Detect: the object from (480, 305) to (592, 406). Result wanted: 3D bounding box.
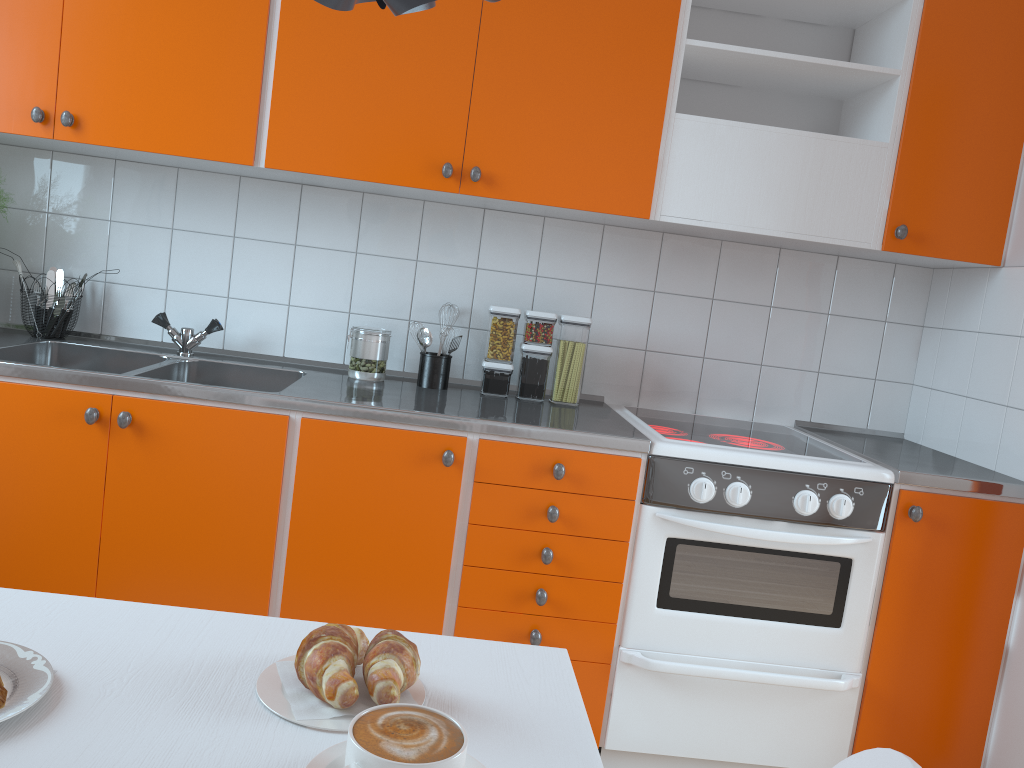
[{"bbox_3d":[0.066,-0.084,2.612,0.302,0.260,0.094,7,6,-3],"label":"object"}]

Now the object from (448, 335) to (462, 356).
[{"bbox_3d":[-0.185,-0.067,2.589,0.034,0.164,0.118,5,7,-24],"label":"object"}]

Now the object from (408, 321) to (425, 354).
[{"bbox_3d":[-0.263,-0.089,2.606,0.106,0.190,0.045,2,8,-41],"label":"object"}]

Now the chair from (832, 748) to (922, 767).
[{"bbox_3d":[-0.053,0.670,0.798,0.652,0.870,0.499,10,6,21],"label":"chair"}]

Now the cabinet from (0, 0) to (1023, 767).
[{"bbox_3d":[-0.213,-0.279,2.396,3.113,2.347,0.703,7,6,-3],"label":"cabinet"}]

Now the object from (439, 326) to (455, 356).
[{"bbox_3d":[-0.194,-0.104,2.553,0.044,0.131,0.076,6,6,-12],"label":"object"}]

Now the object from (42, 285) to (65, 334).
[{"bbox_3d":[-1.362,-0.218,2.625,0.021,0.153,0.085,8,6,2],"label":"object"}]

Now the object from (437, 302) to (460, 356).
[{"bbox_3d":[-0.202,-0.118,2.658,0.063,0.251,0.185,7,6,-3],"label":"object"}]

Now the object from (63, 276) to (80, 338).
[{"bbox_3d":[-1.316,-0.233,2.646,0.018,0.189,0.059,9,6,16],"label":"object"}]

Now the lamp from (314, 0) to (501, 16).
[{"bbox_3d":[0.033,-0.901,0.292,0.170,1.504,0.168,9,6,12],"label":"lamp"}]

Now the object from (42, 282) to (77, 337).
[{"bbox_3d":[-1.339,-0.239,2.627,0.074,0.199,0.135,5,7,-24],"label":"object"}]

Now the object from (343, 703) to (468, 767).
[{"bbox_3d":[-0.084,0.300,0.693,0.094,0.064,0.099,7,6,-1],"label":"object"}]

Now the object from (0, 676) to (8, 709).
[{"bbox_3d":[-0.503,0.251,0.781,0.127,0.043,0.075,6,6,-11],"label":"object"}]

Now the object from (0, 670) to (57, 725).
[{"bbox_3d":[-0.539,0.272,0.728,0.228,0.003,0.228,7,6,-4],"label":"object"}]

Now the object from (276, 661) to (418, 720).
[{"bbox_3d":[-0.166,0.301,0.885,0.119,0.005,0.124,5,7,-24],"label":"object"}]

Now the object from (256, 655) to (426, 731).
[{"bbox_3d":[-0.169,0.304,0.882,0.169,0.005,0.164,12,8,38],"label":"object"}]

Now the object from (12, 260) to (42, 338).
[{"bbox_3d":[-1.398,-0.246,2.553,0.099,0.218,0.018,7,6,-3],"label":"object"}]

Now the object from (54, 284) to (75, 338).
[{"bbox_3d":[-1.322,-0.216,2.617,0.020,0.163,0.071,7,6,-1],"label":"object"}]

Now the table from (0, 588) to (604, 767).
[{"bbox_3d":[-0.353,0.720,0.445,0.832,0.770,1.277,7,6,-4],"label":"table"}]

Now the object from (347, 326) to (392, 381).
[{"bbox_3d":[-0.419,-0.089,2.602,0.119,0.150,0.116,11,7,30],"label":"object"}]

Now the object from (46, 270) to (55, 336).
[{"bbox_3d":[-1.373,-0.240,2.637,0.024,0.192,0.089,3,7,-37],"label":"object"}]

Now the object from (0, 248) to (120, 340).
[{"bbox_3d":[-1.339,-0.256,2.600,0.326,0.243,0.175,4,7,-26],"label":"object"}]

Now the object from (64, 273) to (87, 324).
[{"bbox_3d":[-1.307,-0.234,2.628,0.074,0.198,0.024,5,7,-25],"label":"object"}]

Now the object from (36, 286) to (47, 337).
[{"bbox_3d":[-1.385,-0.215,2.610,0.019,0.146,0.110,5,7,-24],"label":"object"}]

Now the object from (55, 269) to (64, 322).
[{"bbox_3d":[-1.352,-0.243,2.651,0.022,0.198,0.076,3,8,-40],"label":"object"}]

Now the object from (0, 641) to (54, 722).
[{"bbox_3d":[-0.507,0.267,0.773,0.191,0.012,0.192,7,6,-6],"label":"object"}]

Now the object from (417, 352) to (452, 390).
[{"bbox_3d":[-0.229,-0.036,2.607,0.095,0.105,0.097,5,7,-23],"label":"object"}]

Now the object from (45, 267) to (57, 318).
[{"bbox_3d":[-1.381,-0.249,2.652,0.025,0.203,0.055,5,6,-21],"label":"object"}]

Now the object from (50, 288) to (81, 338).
[{"bbox_3d":[-1.305,-0.209,2.593,0.077,0.158,0.021,3,7,-35],"label":"object"}]

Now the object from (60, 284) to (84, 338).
[{"bbox_3d":[-1.297,-0.214,2.613,0.054,0.166,0.021,5,7,-27],"label":"object"}]

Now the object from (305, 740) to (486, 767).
[{"bbox_3d":[-0.088,0.327,0.699,0.161,0.020,0.159,9,6,11],"label":"object"}]

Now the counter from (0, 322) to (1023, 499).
[{"bbox_3d":[-0.262,0.069,2.450,3.112,0.132,0.680,7,6,-3],"label":"counter"}]

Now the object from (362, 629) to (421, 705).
[{"bbox_3d":[-0.127,0.280,0.872,0.061,0.059,0.073,9,6,17],"label":"object"}]

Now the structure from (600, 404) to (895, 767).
[{"bbox_3d":[0.565,0.562,2.509,0.620,0.864,0.731,7,6,-4],"label":"structure"}]

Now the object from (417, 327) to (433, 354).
[{"bbox_3d":[-0.256,-0.078,2.580,0.052,0.176,0.087,8,6,5],"label":"object"}]

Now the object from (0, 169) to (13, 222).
[{"bbox_3d":[-1.565,-0.409,2.494,0.324,0.511,0.283,7,6,-8],"label":"object"}]

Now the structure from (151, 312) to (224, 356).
[{"bbox_3d":[-0.961,-0.145,2.619,0.201,0.116,0.049,7,6,-3],"label":"structure"}]

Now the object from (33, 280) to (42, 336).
[{"bbox_3d":[-1.403,-0.227,2.619,0.020,0.162,0.071,3,7,-35],"label":"object"}]

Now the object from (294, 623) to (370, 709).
[{"bbox_3d":[-0.180,0.272,0.883,0.069,0.060,0.131,7,6,-4],"label":"object"}]
